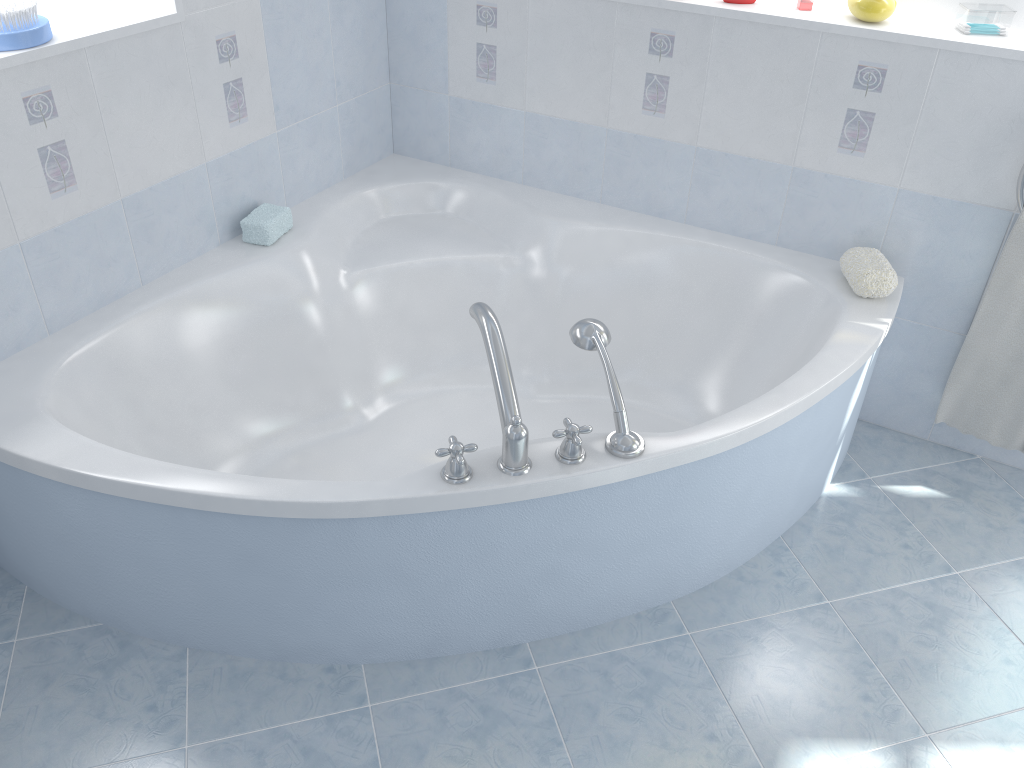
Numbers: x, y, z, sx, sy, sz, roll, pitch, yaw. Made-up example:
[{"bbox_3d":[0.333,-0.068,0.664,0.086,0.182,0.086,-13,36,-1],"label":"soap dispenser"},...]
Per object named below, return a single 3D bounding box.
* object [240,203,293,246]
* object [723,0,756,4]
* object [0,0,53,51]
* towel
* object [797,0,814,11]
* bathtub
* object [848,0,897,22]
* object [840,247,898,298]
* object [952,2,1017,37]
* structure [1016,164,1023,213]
[{"bbox_3d":[-0.633,-0.413,2.291,0.081,0.059,0.128,11,36,12],"label":"object"},{"bbox_3d":[0.553,-1.001,2.096,0.092,0.190,0.044,3,35,2],"label":"object"},{"bbox_3d":[-1.103,-0.616,1.583,0.172,0.065,0.534,30,44,33],"label":"object"},{"bbox_3d":[1.226,-0.113,2.081,0.280,0.635,0.083,19,39,23],"label":"towel"},{"bbox_3d":[0.696,-0.930,2.082,0.030,0.096,0.030,2,35,0],"label":"object"},{"bbox_3d":[-0.085,-0.012,2.035,1.596,0.670,1.578,19,39,22],"label":"bathtub"},{"bbox_3d":[0.818,-0.886,2.003,0.095,0.122,0.132,-2,36,-6],"label":"object"},{"bbox_3d":[0.861,-0.271,2.144,0.105,0.077,0.165,2,35,0],"label":"object"},{"bbox_3d":[1.040,-0.803,1.955,0.102,0.053,0.072,4,35,2],"label":"object"},{"bbox_3d":[1.241,-0.441,1.875,0.291,0.332,0.051,19,39,22],"label":"structure"}]
